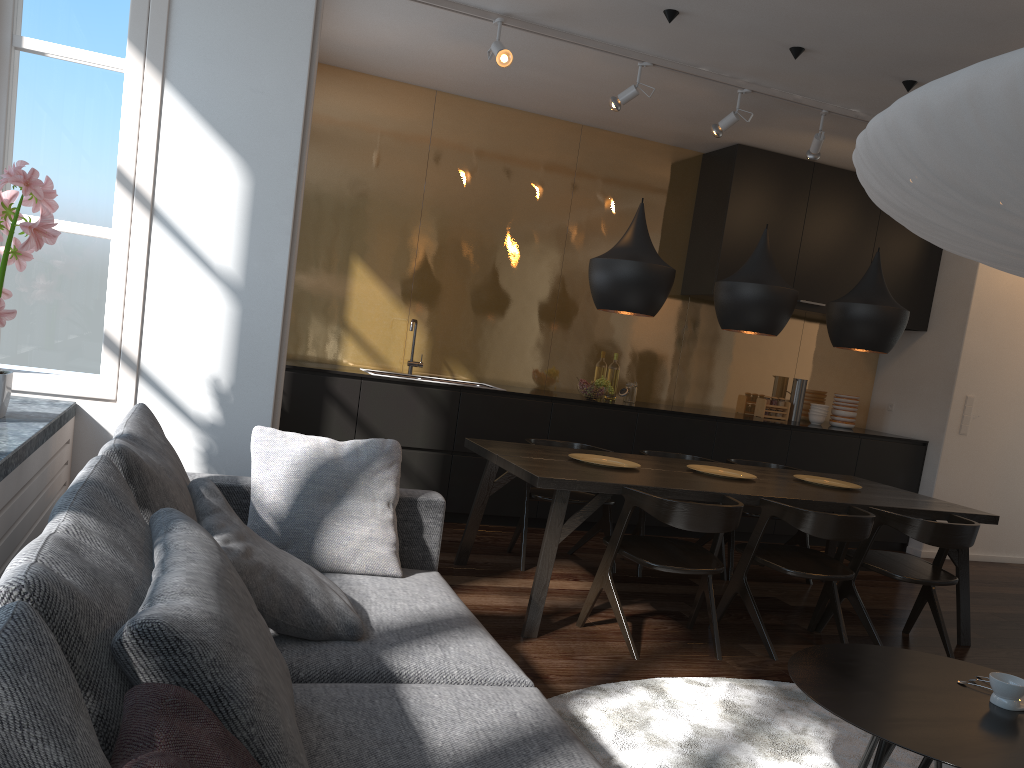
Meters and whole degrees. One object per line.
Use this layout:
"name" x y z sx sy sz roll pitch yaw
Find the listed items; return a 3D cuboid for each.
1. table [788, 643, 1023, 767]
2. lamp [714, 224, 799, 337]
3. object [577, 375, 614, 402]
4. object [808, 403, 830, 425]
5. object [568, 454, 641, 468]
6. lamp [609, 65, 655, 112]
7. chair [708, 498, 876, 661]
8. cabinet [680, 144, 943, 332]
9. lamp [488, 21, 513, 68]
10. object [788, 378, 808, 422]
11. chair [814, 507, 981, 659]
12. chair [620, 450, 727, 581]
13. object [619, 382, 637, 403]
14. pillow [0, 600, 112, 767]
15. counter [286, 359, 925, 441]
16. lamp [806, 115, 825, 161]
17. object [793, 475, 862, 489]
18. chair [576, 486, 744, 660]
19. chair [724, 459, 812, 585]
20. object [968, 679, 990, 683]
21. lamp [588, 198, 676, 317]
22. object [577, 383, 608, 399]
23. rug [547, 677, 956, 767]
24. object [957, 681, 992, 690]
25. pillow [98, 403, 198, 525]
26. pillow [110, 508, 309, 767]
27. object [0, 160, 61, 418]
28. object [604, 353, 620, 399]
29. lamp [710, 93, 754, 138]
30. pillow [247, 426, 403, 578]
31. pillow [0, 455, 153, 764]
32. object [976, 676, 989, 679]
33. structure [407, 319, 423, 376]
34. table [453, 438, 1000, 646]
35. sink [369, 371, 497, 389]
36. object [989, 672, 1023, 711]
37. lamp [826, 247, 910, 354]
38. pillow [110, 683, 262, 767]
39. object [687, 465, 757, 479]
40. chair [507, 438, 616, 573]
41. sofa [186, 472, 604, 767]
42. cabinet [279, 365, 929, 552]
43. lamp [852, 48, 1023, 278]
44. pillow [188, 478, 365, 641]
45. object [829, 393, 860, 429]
"table" 1.084 1.027 2.206 0.849 0.476 0.839 7 4 -17
"lamp" 1.232 -0.526 4.427 0.411 0.545 0.407 3 7 -43
"object" 0.570 0.020 6.113 0.240 0.174 0.176 5 6 -35
"object" 2.460 0.243 7.108 0.157 0.161 0.153 9 5 8
"object" 0.450 0.381 4.321 0.356 0.017 0.353 7 3 -16
"lamp" 0.654 -1.585 4.757 0.250 0.241 0.085 10 7 21
"chair" 1.313 0.872 4.053 0.594 0.676 0.514 6 6 -19
"cabinet" 2.350 -1.065 6.777 1.960 1.059 0.526 7 6 -20
"lamp" -0.073 -1.666 4.345 0.085 0.242 0.248 4 6 -33
"object" 2.298 0.131 7.093 0.165 0.342 0.113 6 7 -16
"chair" 1.886 0.942 4.261 0.594 0.676 0.514 6 6 -21
"chair" 0.959 0.768 5.223 0.594 0.676 0.514 6 6 -21
"object" 0.850 0.055 6.427 0.177 0.153 0.087 4 7 -42
"pillow" -0.302 0.494 0.552 0.276 0.481 0.828 6 4 -19
"counter" 0.744 0.123 6.328 5.073 0.002 0.725 7 3 -20
"lamp" 1.879 -0.657 6.036 0.089 1.861 1.827 10 5 15
"object" 1.701 0.533 4.774 0.356 0.017 0.353 7 3 -16
"chair" 0.675 0.795 3.816 0.594 0.676 0.514 6 6 -21
"chair" 1.529 0.838 5.429 0.594 0.676 0.514 6 6 -20
"object" 1.291 0.802 2.329 0.025 0.016 0.162 4 5 -45
"lamp" 0.578 -0.606 4.191 0.410 0.545 0.409 9 6 14
"object" 0.550 0.056 6.127 0.217 0.097 0.218 10 4 28
"rug" 1.185 1.279 2.146 2.844 0.012 2.812 6 3 -40
"object" 1.235 0.797 2.318 0.123 0.010 0.026 10 4 36
"pillow" -0.879 0.336 2.217 0.276 0.480 0.829 6 4 -19
"pillow" -0.459 0.457 1.398 0.293 0.400 0.661 6 4 -20
"object" -1.374 -0.254 2.347 0.298 0.696 0.199 3 8 -40
"object" 0.747 -0.060 6.542 0.091 0.342 0.092 13 8 37
"lamp" 1.250 -1.512 4.982 0.249 0.242 0.085 11 7 36
"pillow" -0.582 0.370 2.754 0.495 0.418 0.283 6 6 -21
"pillow" -0.593 0.414 1.360 0.277 0.478 0.832 6 4 -19
"object" 1.321 0.805 2.360 0.015 0.015 0.166 5 4 -32
"structure" -0.639 -0.235 5.914 0.109 0.388 0.263 7 6 -4
"table" 1.056 0.808 4.559 2.506 0.684 1.096 7 4 -20
"sink" 0.637 0.090 6.242 3.423 0.246 0.477 7 4 -21
"object" 1.265 0.776 2.221 0.139 0.069 0.091 7 4 -8
"lamp" 1.886 -0.447 4.664 0.408 0.545 0.410 11 6 28
"pillow" -0.242 0.513 0.846 0.311 0.406 0.516 6 5 -18
"object" 1.076 0.457 4.547 0.356 0.017 0.352 6 3 -39
"chair" 0.284 0.684 5.008 0.595 0.676 0.514 6 6 -23
"sofa" 0.167 0.822 1.744 2.044 0.677 3.040 7 3 -20
"cabinet" 0.683 0.569 6.382 5.076 0.907 0.725 7 5 -20
"lamp" 1.291 -0.238 1.370 1.464 0.211 1.466 9 3 17
"pillow" -0.622 0.433 2.193 0.445 0.323 0.487 5 5 -38
"object" 2.689 0.220 7.159 0.198 0.266 0.196 2 8 -45
